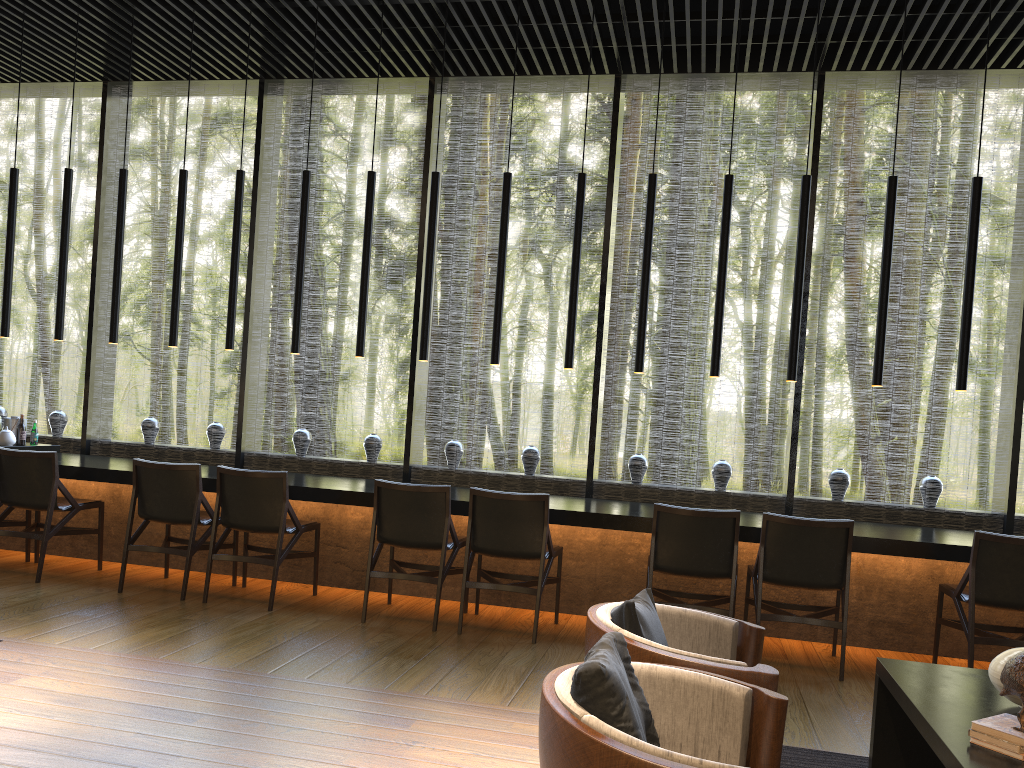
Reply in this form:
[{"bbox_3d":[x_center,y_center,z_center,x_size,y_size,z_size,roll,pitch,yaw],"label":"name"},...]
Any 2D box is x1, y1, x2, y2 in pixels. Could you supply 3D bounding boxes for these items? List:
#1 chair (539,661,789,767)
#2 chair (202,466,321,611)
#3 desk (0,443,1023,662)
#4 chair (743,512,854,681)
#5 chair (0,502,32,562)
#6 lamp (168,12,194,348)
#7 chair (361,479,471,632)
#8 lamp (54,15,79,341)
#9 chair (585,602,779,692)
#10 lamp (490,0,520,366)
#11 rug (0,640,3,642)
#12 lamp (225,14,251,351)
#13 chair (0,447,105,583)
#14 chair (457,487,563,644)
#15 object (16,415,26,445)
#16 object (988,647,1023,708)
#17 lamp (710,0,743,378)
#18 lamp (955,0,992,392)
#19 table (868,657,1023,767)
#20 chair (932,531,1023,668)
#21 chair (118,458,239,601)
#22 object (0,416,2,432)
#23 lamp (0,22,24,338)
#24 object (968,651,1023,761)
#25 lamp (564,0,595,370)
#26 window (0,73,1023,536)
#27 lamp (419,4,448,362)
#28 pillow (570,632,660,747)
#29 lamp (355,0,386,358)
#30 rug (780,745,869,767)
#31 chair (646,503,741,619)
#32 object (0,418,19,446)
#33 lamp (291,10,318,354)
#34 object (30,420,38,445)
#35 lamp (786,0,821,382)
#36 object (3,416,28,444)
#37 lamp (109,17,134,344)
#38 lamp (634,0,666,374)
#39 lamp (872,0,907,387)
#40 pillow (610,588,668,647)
[{"bbox_3d":[0.353,1.031,2.104,0.605,0.604,0.805,4,-1,12],"label":"chair"},{"bbox_3d":[-1.552,0.931,5.526,0.525,0.828,0.563,4,0,12],"label":"chair"},{"bbox_3d":[-8.891,0.536,7.471,28.696,0.760,1.782,3,-2,12],"label":"desk"},{"bbox_3d":[1.572,1.119,4.860,0.525,0.828,0.563,4,0,12],"label":"chair"},{"bbox_3d":[-3.662,0.804,5.976,0.525,0.828,0.563,4,0,12],"label":"chair"},{"bbox_3d":[-2.347,-1.472,6.324,0.060,2.422,0.060,4,1,7],"label":"lamp"},{"bbox_3d":[-0.563,0.991,5.316,0.525,0.828,0.563,4,0,12],"label":"chair"},{"bbox_3d":[-3.266,-1.528,6.519,0.060,2.422,0.060,4,1,7],"label":"lamp"},{"bbox_3d":[0.531,1.078,2.941,0.605,0.604,0.805,4,-1,12],"label":"chair"},{"bbox_3d":[-0.031,-1.333,5.830,0.060,2.422,0.060,4,1,7],"label":"lamp"},{"bbox_3d":[-3.729,1.105,3.507,2.239,0.008,1.960,3,-2,12],"label":"rug"},{"bbox_3d":[-1.912,-1.446,6.231,0.060,2.422,0.060,4,1,7],"label":"lamp"},{"bbox_3d":[-3.101,0.838,5.857,0.525,0.828,0.563,4,0,12],"label":"chair"},{"bbox_3d":[-0.003,1.025,5.196,0.525,0.828,0.563,4,0,12],"label":"chair"},{"bbox_3d":[-3.855,0.361,6.957,0.067,0.238,0.067,4,1,6],"label":"object"},{"bbox_3d":[1.458,0.819,2.452,0.246,0.168,0.245,5,-1,-30],"label":"object"},{"bbox_3d":[1.354,-1.249,5.534,0.060,2.422,0.060,4,1,7],"label":"lamp"},{"bbox_3d":[2.750,-1.165,5.237,0.060,2.422,0.060,4,1,7],"label":"lamp"},{"bbox_3d":[1.362,1.151,2.369,0.575,0.517,1.043,4,-2,12],"label":"table"},{"bbox_3d":[2.586,1.180,4.644,0.525,0.828,0.563,4,0,12],"label":"chair"},{"bbox_3d":[-2.113,0.897,5.646,0.525,0.828,0.563,4,0,12],"label":"chair"},{"bbox_3d":[-4.035,0.312,6.886,0.129,0.306,0.129,4,0,-2],"label":"object"},{"bbox_3d":[-3.720,-1.555,6.616,0.060,2.422,0.060,4,1,7],"label":"lamp"},{"bbox_3d":[1.242,0.717,2.087,0.174,0.309,0.228,4,0,-32],"label":"object"},{"bbox_3d":[0.451,-1.304,5.727,0.060,2.422,0.060,4,1,17],"label":"lamp"},{"bbox_3d":[-10.166,-1.463,3.362,31.844,4.230,12.070,3,-2,12],"label":"window"},{"bbox_3d":[-0.514,-1.362,5.933,0.060,2.422,0.060,4,1,17],"label":"lamp"},{"bbox_3d":[0.253,0.808,2.126,0.222,0.362,0.399,4,-1,13],"label":"pillow"},{"bbox_3d":[-0.957,-1.389,6.027,0.060,2.422,0.060,4,1,7],"label":"lamp"},{"bbox_3d":[1.289,1.407,2.438,2.239,0.008,2.044,3,-2,12],"label":"rug"},{"bbox_3d":[1.011,1.086,4.980,0.525,0.828,0.563,4,0,12],"label":"chair"},{"bbox_3d":[-3.884,0.362,6.803,0.135,0.218,0.135,4,0,-1],"label":"object"},{"bbox_3d":[-1.423,-1.417,6.127,0.060,2.422,0.060,4,1,17],"label":"lamp"},{"bbox_3d":[-3.798,0.389,7.041,0.056,0.197,0.056,4,1,14],"label":"object"},{"bbox_3d":[1.806,-1.222,5.438,0.060,2.422,0.060,4,1,7],"label":"lamp"},{"bbox_3d":[-3.952,0.367,7.039,0.168,0.219,0.169,4,0,7],"label":"object"},{"bbox_3d":[-2.820,-1.501,6.424,0.060,2.422,0.060,4,1,7],"label":"lamp"},{"bbox_3d":[0.893,-1.277,5.633,0.060,2.422,0.060,4,1,7],"label":"lamp"},{"bbox_3d":[2.292,-1.193,5.335,0.060,2.422,0.060,4,1,7],"label":"lamp"},{"bbox_3d":[0.430,0.859,2.966,0.204,0.338,0.442,4,-1,19],"label":"pillow"}]
